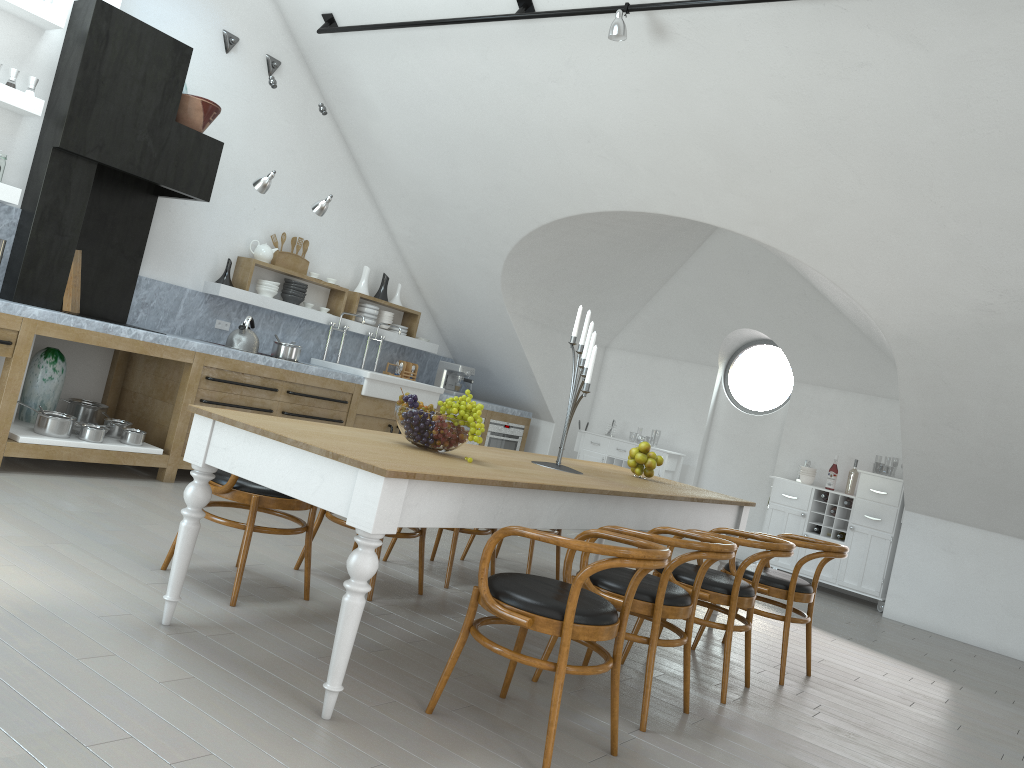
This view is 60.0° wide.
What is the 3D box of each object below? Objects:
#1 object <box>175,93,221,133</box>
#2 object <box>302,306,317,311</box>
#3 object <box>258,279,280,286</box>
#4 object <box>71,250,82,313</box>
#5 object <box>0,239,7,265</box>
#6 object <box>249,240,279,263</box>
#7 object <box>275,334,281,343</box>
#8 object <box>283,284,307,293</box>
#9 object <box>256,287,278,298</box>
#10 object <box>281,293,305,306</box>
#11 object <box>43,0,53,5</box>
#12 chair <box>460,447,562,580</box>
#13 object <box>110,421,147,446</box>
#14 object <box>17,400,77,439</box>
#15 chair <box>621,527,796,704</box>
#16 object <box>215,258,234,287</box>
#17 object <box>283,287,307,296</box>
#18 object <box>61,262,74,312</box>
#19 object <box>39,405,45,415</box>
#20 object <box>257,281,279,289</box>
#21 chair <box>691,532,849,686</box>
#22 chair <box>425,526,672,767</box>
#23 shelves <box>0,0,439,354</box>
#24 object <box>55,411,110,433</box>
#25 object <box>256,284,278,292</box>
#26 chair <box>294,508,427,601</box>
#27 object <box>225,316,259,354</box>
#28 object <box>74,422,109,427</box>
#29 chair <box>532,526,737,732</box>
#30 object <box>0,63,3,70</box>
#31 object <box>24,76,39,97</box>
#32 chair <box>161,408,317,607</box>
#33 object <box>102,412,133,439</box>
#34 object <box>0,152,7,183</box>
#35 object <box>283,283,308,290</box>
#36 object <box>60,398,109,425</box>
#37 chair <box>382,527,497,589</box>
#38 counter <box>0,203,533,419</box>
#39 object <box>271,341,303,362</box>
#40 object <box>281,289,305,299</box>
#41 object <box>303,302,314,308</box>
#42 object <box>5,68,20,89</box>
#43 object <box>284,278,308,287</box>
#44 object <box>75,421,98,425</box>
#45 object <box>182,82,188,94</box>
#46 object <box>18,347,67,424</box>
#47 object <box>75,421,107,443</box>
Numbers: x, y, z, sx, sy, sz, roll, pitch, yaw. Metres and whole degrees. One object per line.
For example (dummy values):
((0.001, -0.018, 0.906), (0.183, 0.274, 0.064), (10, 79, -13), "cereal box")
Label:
((-2.215, -1.842, 6.111), (0.347, 0.237, 0.367), (14, -1, -37), "object")
((-1.797, -0.662, 7.786), (0.163, 0.012, 0.164), (14, -1, -37), "object")
((-2.027, -0.827, 7.377), (0.180, 0.076, 0.181), (13, -1, -17), "object")
((-2.930, -0.687, 5.946), (0.147, 0.428, 0.078), (14, -2, -20), "object")
((-3.017, -0.677, 5.082), (0.114, 0.340, 0.164), (11, -3, 38), "object")
((-2.055, -1.086, 7.314), (0.174, 0.169, 0.167), (13, -2, 19), "object")
((-1.823, -0.297, 7.018), (0.236, 0.167, 0.051), (12, -2, 30), "object")
((-1.870, -0.793, 7.608), (0.206, 0.072, 0.205), (13, -1, 23), "object")
((-2.046, -0.755, 7.371), (0.180, 0.064, 0.181), (14, -1, -32), "object")
((-1.888, -0.720, 7.602), (0.206, 0.072, 0.205), (13, -1, 23), "object")
((-2.684, -2.294, 5.161), (0.063, 0.187, 0.063), (13, -2, 3), "object")
((0.029, 0.834, 5.753), (0.623, 0.736, 0.525), (12, -2, 32), "chair")
((-2.528, 0.334, 5.845), (0.261, 0.113, 0.153), (13, -1, 34), "object")
((-2.877, 0.227, 5.479), (0.379, 0.164, 0.222), (13, -1, 24), "object")
((0.939, 1.027, 4.158), (0.623, 0.736, 0.525), (12, -2, 30), "chair")
((-2.267, -0.892, 7.058), (0.156, 0.219, 0.155), (13, -2, 16), "object")
((-1.870, -0.771, 7.603), (0.205, 0.086, 0.205), (13, -1, -12), "object")
((-2.889, -0.631, 5.760), (0.148, 0.336, 0.080), (12, -2, 25), "object")
((-2.802, 0.214, 5.393), (0.052, 0.152, 0.189), (12, -2, 35), "object")
((-2.035, -0.799, 7.375), (0.180, 0.069, 0.181), (14, -1, -37), "object")
((1.394, 1.140, 4.709), (0.623, 0.736, 0.525), (12, -2, 38), "chair")
((0.152, 0.829, 2.957), (0.623, 0.736, 0.525), (12, -2, 38), "chair")
((-2.127, -1.351, 6.873), (0.481, 1.363, 5.530), (12, -1, 29), "shelves")
((-2.867, 0.252, 5.773), (0.509, 0.052, 0.263), (13, -1, 12), "object")
((-2.041, -0.777, 7.372), (0.181, 0.065, 0.181), (13, -1, -17), "object")
((-0.735, 0.640, 4.540), (0.623, 0.736, 0.525), (12, -2, 32), "chair")
((-2.005, -0.384, 6.671), (0.247, 0.268, 0.245), (12, -2, 45), "object")
((-2.744, 0.277, 5.772), (0.041, 0.045, 0.246), (12, -1, 34), "object")
((0.523, 0.923, 3.574), (0.623, 0.736, 0.525), (12, -2, 35), "chair")
((-2.943, -1.772, 5.045), (0.064, 0.124, 0.067), (12, -2, 29), "object")
((-2.822, -1.742, 5.207), (0.064, 0.124, 0.067), (12, -2, 29), "object")
((-1.185, 0.529, 3.983), (0.623, 0.736, 0.525), (12, -2, 35), "chair")
((-2.690, 0.290, 6.021), (0.181, 0.134, 0.309), (14, -1, -31), "object")
((-2.992, -1.260, 5.128), (0.103, 0.178, 0.208), (14, -2, -33), "object")
((-1.864, -0.818, 7.613), (0.204, 0.084, 0.206), (14, -1, -27), "object")
((-3.055, 0.176, 6.157), (0.454, 0.197, 0.268), (14, -1, -21), "object")
((-0.380, 0.731, 5.168), (0.623, 0.736, 0.525), (12, -2, 38), "chair")
((-1.849, -0.458, 7.128), (0.964, 0.620, 6.550), (12, -1, 35), "counter")
((-1.758, -0.254, 7.063), (0.232, 0.170, 0.393), (13, -1, 15), "object")
((-1.882, -0.746, 7.603), (0.205, 0.086, 0.205), (13, -1, -17), "object")
((-1.791, -0.685, 7.787), (0.099, 0.049, 0.098), (13, -1, 33), "object")
((-2.884, -1.758, 5.116), (0.064, 0.124, 0.067), (12, -2, 29), "object")
((-1.861, -0.846, 7.614), (0.206, 0.080, 0.205), (12, -1, 38), "object")
((-2.800, 0.268, 5.821), (0.061, 0.035, 0.169), (12, -1, 35), "object")
((-2.438, -2.030, 6.320), (0.230, 0.504, 0.231), (14, -2, -14), "object")
((-3.069, 0.006, 5.809), (0.230, 0.499, 0.231), (14, -2, -14), "object")
((-2.679, 0.295, 5.586), (0.261, 0.113, 0.153), (13, -1, 24), "object")
